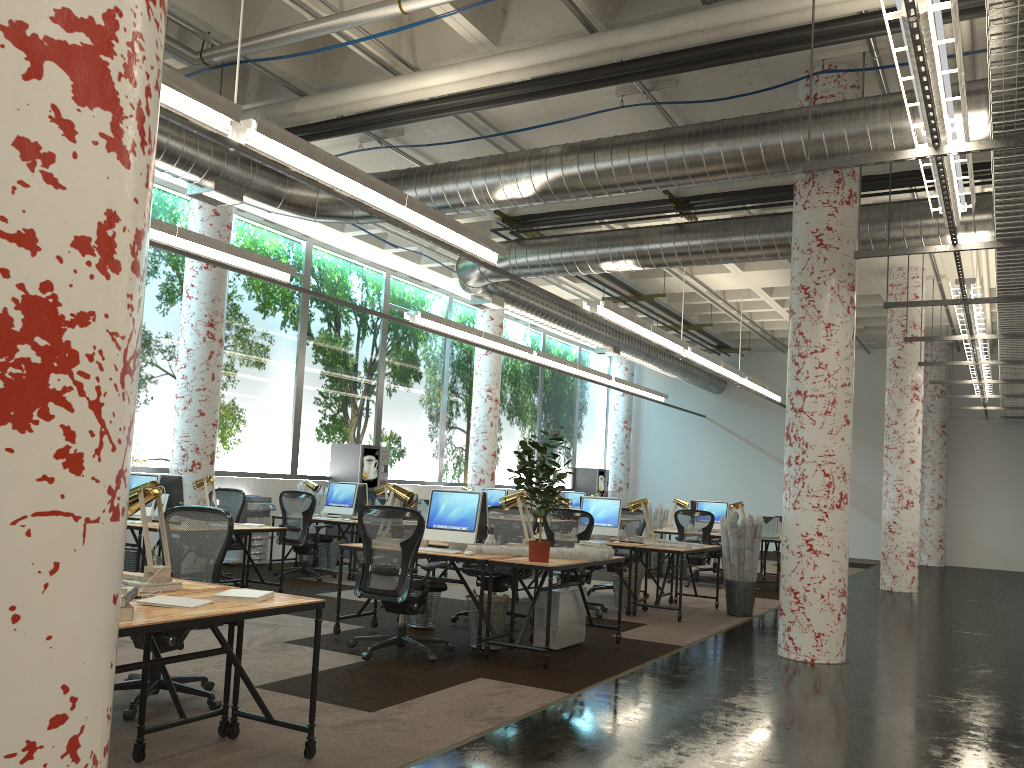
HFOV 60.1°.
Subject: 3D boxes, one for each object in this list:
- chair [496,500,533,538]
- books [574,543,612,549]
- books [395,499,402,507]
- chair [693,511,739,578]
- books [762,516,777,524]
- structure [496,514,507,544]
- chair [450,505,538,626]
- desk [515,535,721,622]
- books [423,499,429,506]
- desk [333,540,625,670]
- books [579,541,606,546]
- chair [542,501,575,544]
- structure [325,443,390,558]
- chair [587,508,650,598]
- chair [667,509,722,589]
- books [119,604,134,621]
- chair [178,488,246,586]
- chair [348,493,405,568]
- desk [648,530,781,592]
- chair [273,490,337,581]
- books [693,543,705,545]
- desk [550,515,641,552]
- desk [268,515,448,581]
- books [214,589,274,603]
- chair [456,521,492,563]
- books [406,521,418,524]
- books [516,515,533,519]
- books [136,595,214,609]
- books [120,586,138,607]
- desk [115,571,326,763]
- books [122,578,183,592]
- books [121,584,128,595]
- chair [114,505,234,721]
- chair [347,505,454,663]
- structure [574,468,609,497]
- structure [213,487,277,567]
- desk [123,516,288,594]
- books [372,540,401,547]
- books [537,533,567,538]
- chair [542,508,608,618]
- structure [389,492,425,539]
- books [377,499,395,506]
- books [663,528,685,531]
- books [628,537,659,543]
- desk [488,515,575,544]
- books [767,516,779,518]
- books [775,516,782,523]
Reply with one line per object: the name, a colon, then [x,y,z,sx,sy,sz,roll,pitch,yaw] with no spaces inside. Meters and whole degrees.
chair: [0.035,2.611,16.279,0.770,1.082,0.796,2,-5,13]
books: [0.679,1.362,7.401,0.193,0.044,0.257,9,-9,-43]
books: [-1.511,1.615,11.230,0.233,0.309,0.068,1,-4,29]
chair: [3.358,2.579,14.428,0.770,1.082,0.796,2,-5,13]
books: [3.670,2.060,12.723,0.233,0.309,0.068,1,-4,29]
structure: [-0.201,2.868,18.540,0.503,1.054,1.062,1,-5,29]
chair: [-0.114,1.672,8.246,0.770,1.082,0.796,2,-5,13]
desk: [1.211,2.145,10.036,1.940,0.721,1.407,0,-7,29]
books: [-1.093,1.722,11.982,0.233,0.309,0.068,1,-4,29]
desk: [-0.247,1.733,7.275,1.940,0.722,1.407,0,-7,29]
books: [0.673,1.329,7.391,0.185,0.030,0.153,0,-7,27]
chair: [0.891,2.788,17.437,0.770,1.082,0.796,2,-5,13]
structure: [-2.501,1.898,14.386,0.638,1.804,0.753,1,-4,29]
chair: [1.344,2.085,11.008,0.770,1.082,0.796,2,-5,13]
chair: [2.640,2.352,12.755,0.770,1.082,0.796,2,-5,13]
books: [-1.566,0.853,3.353,0.201,0.050,0.272,7,-8,-33]
chair: [-3.409,1.726,10.083,0.770,1.082,0.796,2,-5,13]
chair: [-1.895,2.115,12.805,0.770,1.082,0.796,2,-5,13]
desk: [3.225,2.640,13.456,1.940,0.721,1.407,0,-7,29]
chair: [-2.613,1.888,11.133,0.770,1.082,0.796,2,-5,13]
books: [2.066,1.834,10.162,0.244,0.019,0.206,6,-7,-23]
desk: [1.476,3.076,18.138,1.940,0.721,1.407,0,-7,29]
desk: [-2.028,2.176,11.834,1.940,0.721,1.407,0,-7,29]
books: [-1.215,0.960,4.018,0.200,0.024,0.236,3,-6,3]
chair: [-0.682,2.384,14.606,0.770,1.082,0.796,2,-5,13]
books: [-1.290,1.826,11.704,0.200,0.024,0.236,3,-6,3]
books: [0.215,2.331,15.530,0.308,0.038,0.226,-1,-7,29]
books: [-1.419,0.921,3.738,0.243,0.019,0.206,2,-6,7]
books: [-1.552,0.810,3.381,0.193,0.044,0.258,5,-7,-13]
desk: [-2.060,1.283,3.956,1.940,0.721,1.407,0,-7,29]
books: [-1.747,0.941,4.179,0.308,0.038,0.226,-1,-7,29]
books: [-1.564,0.777,3.376,0.153,0.030,0.185,7,-8,-32]
chair: [-1.927,1.222,4.927,0.770,1.082,0.796,2,-5,13]
chair: [-0.831,1.445,6.574,0.770,1.082,0.796,2,-5,13]
structure: [2.021,3.060,22.520,0.638,1.804,0.753,1,-4,29]
structure: [-3.706,1.968,12.236,0.503,1.054,1.062,1,-5,29]
desk: [-3.542,1.787,9.112,1.940,0.721,1.407,0,-7,29]
books: [-0.990,1.318,7.346,0.308,0.038,0.226,-1,-7,29]
books: [0.468,1.731,10.108,0.308,0.038,0.226,-1,-7,29]
chair: [0.626,1.857,9.335,0.770,1.082,0.796,2,-5,13]
structure: [-1.775,2.464,15.709,0.503,1.054,1.062,1,-5,29]
books: [-1.583,1.597,11.101,0.233,0.309,0.068,1,-4,29]
books: [2.482,2.225,13.528,0.308,0.038,0.226,-1,-7,29]
books: [1.524,1.804,10.259,0.308,0.038,0.226,-1,-7,29]
desk: [-0.097,2.672,15.308,1.940,0.721,1.407,0,-7,29]
books: [3.742,2.079,12.852,0.233,0.309,0.068,1,-4,29]
books: [4.160,2.186,13.605,0.233,0.309,0.068,1,-4,29]
